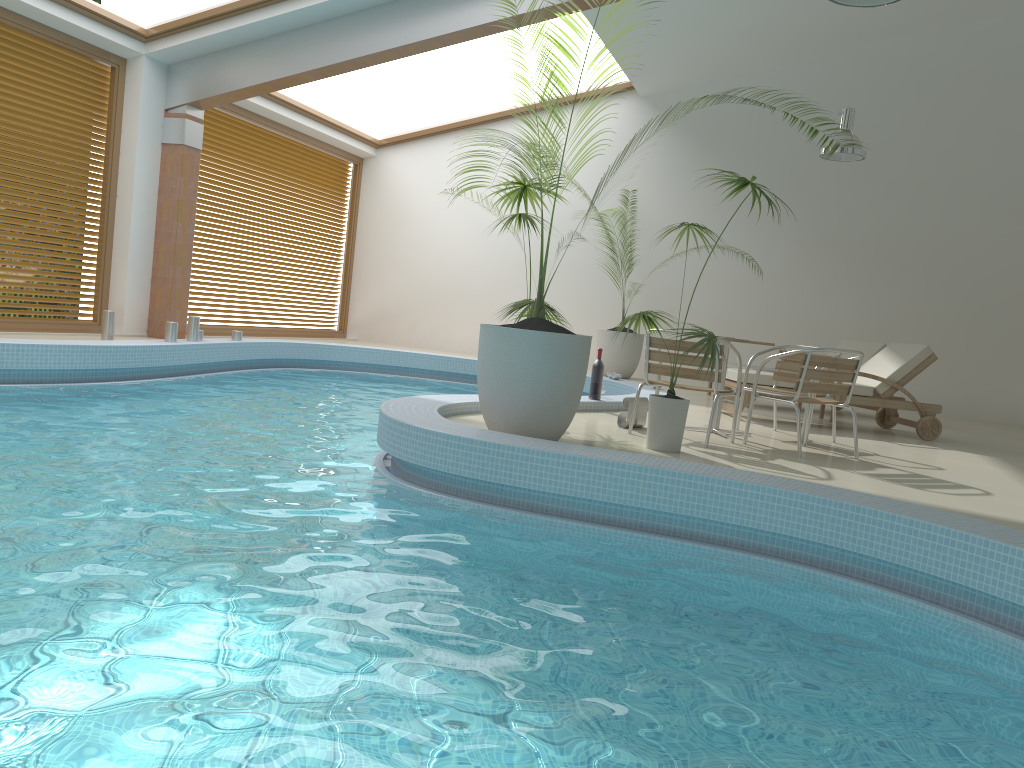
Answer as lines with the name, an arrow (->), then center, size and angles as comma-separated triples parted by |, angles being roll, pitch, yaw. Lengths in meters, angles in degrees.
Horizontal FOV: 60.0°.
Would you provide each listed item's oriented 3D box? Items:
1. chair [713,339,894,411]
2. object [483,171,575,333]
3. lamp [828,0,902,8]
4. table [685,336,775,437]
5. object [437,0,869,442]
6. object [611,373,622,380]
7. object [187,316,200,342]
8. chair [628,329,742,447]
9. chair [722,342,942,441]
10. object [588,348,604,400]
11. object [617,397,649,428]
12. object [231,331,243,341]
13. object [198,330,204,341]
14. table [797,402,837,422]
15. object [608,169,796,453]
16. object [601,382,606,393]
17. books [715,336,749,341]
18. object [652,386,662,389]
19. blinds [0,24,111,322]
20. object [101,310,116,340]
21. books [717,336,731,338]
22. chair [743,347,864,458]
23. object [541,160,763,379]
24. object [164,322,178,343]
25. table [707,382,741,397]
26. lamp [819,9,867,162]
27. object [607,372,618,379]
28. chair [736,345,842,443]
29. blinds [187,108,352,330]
chair -> 3.362, -0.133, 10.131 | 1.903, 0.866, 0.861 | 5, 5, -19
object -> 0.073, -0.602, 6.134 | 0.791, 1.695, 1.059 | 7, 4, 6
lamp -> 2.283, -3.372, 5.371 | 0.506, 1.958, 0.505 | 8, 5, 18
table -> 1.574, 0.013, 6.691 | 0.700, 0.720, 0.700 | 10, 6, 38
object -> 0.269, -1.159, 5.314 | 2.979, 2.960, 2.729 | 10, 5, 36
object -> 1.247, -0.085, 10.617 | 0.140, 0.069, 0.140 | 5, 5, -12
object -> -3.284, -0.567, 9.141 | 0.115, 0.254, 0.115 | 4, 5, -31
chair -> 1.212, 0.007, 6.119 | 0.618, 0.727, 0.563 | 9, 5, 31
chair -> 2.980, -0.038, 8.387 | 1.903, 0.866, 0.861 | 6, 4, -3
object -> 0.725, -0.086, 7.524 | 0.109, 0.435, 0.109 | 3, 6, -37
object -> 0.881, 0.204, 6.460 | 0.081, 0.223, 0.272 | 10, 6, 38
object -> -3.119, -0.547, 10.060 | 0.115, 0.107, 0.115 | 4, 5, -23
object -> -3.327, -0.517, 9.383 | 0.115, 0.107, 0.115 | 4, 5, -23
table -> 3.116, 0.231, 9.077 | 0.283, 0.255, 0.320 | 6, 4, -3
object -> 1.108, -0.427, 5.374 | 0.791, 1.695, 1.059 | 3, 6, -36
object -> 0.781, 0.046, 7.858 | 0.102, 0.137, 0.102 | 9, 5, 27
books -> 1.612, -0.339, 6.571 | 0.241, 0.004, 0.166 | 4, 5, -30
object -> 1.593, 0.020, 9.773 | 0.140, 0.069, 0.140 | 5, 5, -12
blinds -> -5.250, -1.977, 7.963 | 0.095, 2.921, 4.200 | 8, 5, 18
object -> -3.925, -0.551, 8.624 | 0.115, 0.320, 0.115 | 4, 5, -23
books -> 1.513, -0.357, 6.604 | 0.241, 0.004, 0.166 | 4, 5, -30
chair -> 2.031, 0.098, 6.126 | 0.618, 0.727, 0.563 | 4, 5, -29
object -> 1.760, -1.543, 12.300 | 2.979, 2.960, 2.729 | 5, 5, -17
object -> -3.348, -0.511, 8.715 | 0.115, 0.194, 0.115 | 4, 5, -31
table -> 2.605, 0.035, 10.838 | 0.283, 0.255, 0.320 | 5, 5, -19
lamp -> 3.884, -3.563, 10.063 | 0.506, 1.958, 0.505 | 8, 5, 18
object -> 1.220, -0.102, 10.798 | 0.140, 0.069, 0.140 | 5, 5, -12
chair -> 2.197, 0.049, 6.984 | 0.563, 0.727, 0.618 | 3, 6, -39
blinds -> -3.575, -2.176, 12.871 | 0.095, 2.921, 4.414 | 8, 5, 18
